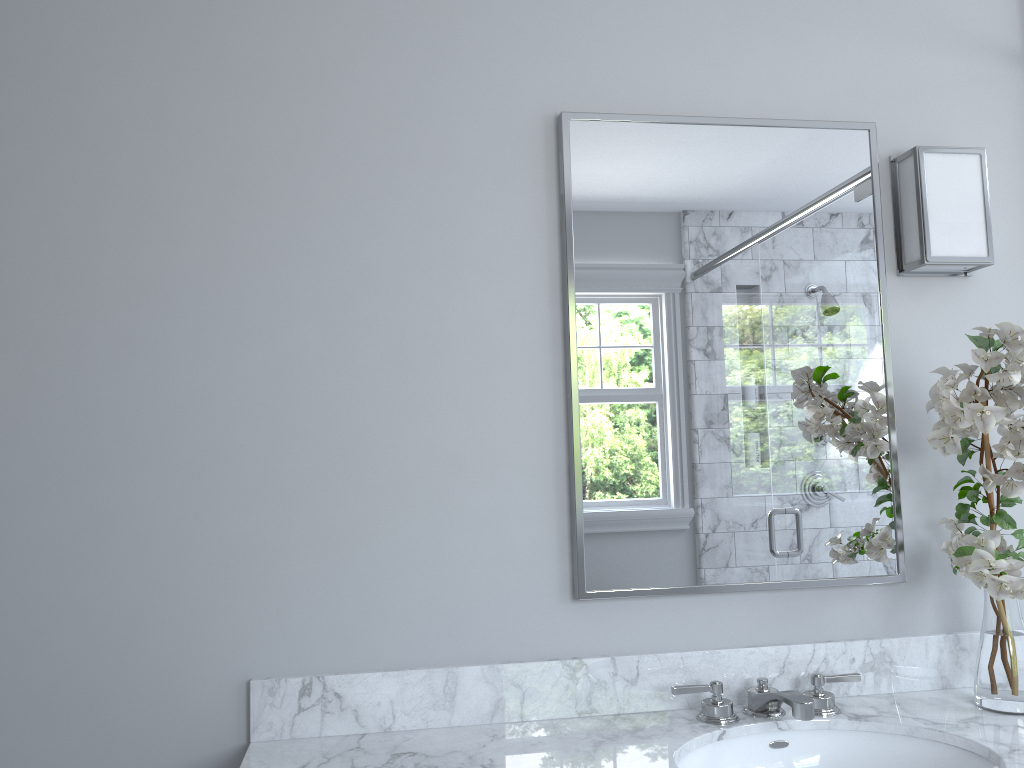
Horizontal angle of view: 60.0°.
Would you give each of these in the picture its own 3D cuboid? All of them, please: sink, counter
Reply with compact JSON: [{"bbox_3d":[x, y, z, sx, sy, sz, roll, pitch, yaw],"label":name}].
[{"bbox_3d":[0.516,0.761,1.443,0.517,0.270,0.494,-6,-7,40],"label":"sink"},{"bbox_3d":[0.401,0.991,1.411,1.657,0.983,0.638,-1,-5,-9],"label":"counter"}]

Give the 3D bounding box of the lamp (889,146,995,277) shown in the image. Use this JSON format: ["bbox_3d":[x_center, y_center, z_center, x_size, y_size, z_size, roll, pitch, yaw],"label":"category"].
[{"bbox_3d":[0.922,-0.371,1.898,0.175,0.266,0.091,-1,-5,-9],"label":"lamp"}]

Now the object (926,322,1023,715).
[{"bbox_3d":[0.901,0.258,1.634,0.225,0.706,0.374,-4,-5,22],"label":"object"}]

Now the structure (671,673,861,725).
[{"bbox_3d":[0.488,0.595,1.690,0.256,0.069,0.295,-6,-7,40],"label":"structure"}]

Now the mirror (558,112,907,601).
[{"bbox_3d":[0.454,-0.071,1.827,0.694,0.977,0.030,-1,-5,-9],"label":"mirror"}]
